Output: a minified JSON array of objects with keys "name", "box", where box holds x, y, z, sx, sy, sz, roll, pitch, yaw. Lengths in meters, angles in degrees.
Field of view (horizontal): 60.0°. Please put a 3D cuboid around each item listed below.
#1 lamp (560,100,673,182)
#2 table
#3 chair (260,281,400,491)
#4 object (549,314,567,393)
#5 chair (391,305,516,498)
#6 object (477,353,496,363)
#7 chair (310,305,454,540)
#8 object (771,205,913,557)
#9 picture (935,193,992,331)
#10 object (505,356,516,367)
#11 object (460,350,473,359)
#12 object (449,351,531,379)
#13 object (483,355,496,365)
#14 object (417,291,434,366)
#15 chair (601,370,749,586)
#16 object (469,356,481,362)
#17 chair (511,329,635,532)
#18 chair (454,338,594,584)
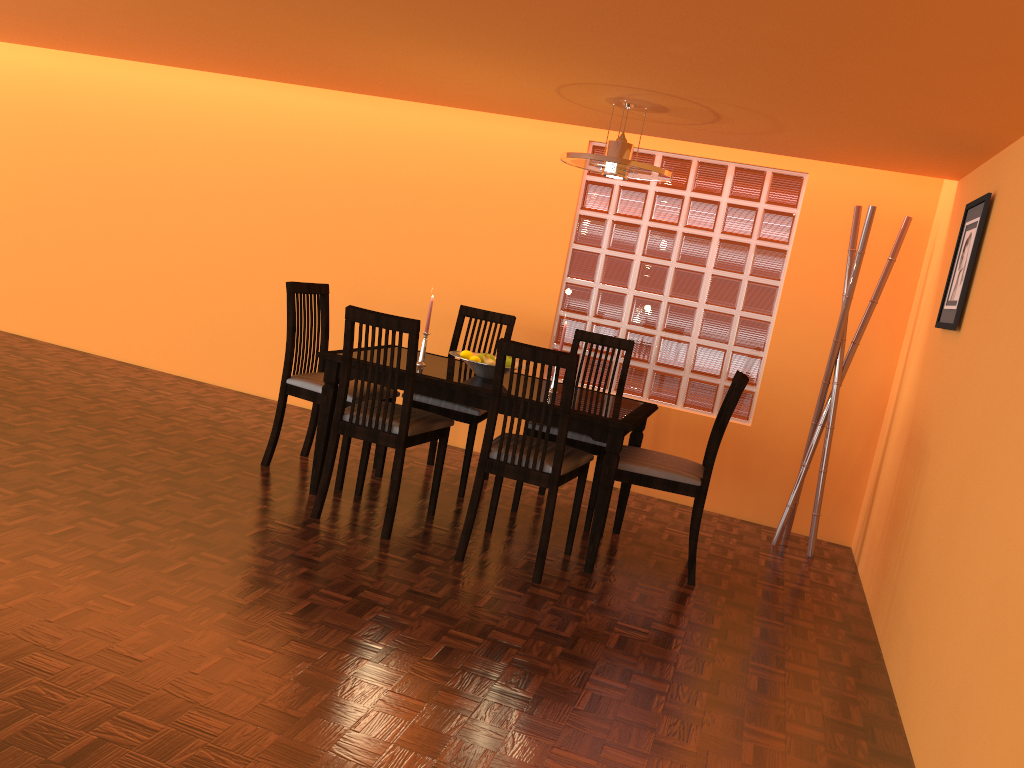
[{"name":"lamp","box":[0.417,-0.924,3.373,0.435,0.274,0.435,17,10,37]},{"name":"table","box":[-0.121,0.265,3.643,1.259,0.584,0.697,13,9,15]},{"name":"chair","box":[-0.772,-0.004,3.845,0.465,0.809,0.373,14,9,20]},{"name":"object","box":[0.192,-0.127,3.529,0.044,0.326,0.044,11,8,4]},{"name":"chair","box":[-0.246,0.059,4.095,0.373,0.809,0.465,13,9,15]},{"name":"object","box":[-0.110,-0.087,3.653,0.087,0.076,0.089,14,9,21]},{"name":"chair","box":[-0.468,0.124,3.365,0.373,0.809,0.465,13,9,15]},{"name":"object","box":[1.459,-0.002,3.997,0.226,1.589,0.308,17,10,37]},{"name":"picture","box":[1.561,-0.414,3.077,0.014,0.456,0.361,13,9,15]},{"name":"object","box":[-0.020,-0.083,3.597,0.069,0.066,0.069,15,9,25]},{"name":"object","box":[-0.183,-0.113,3.597,0.055,0.046,0.046,10,8,-2]},{"name":"object","box":[-0.096,-0.064,3.619,0.337,0.072,0.337,8,9,-18]},{"name":"object","box":[-0.089,-0.077,3.556,0.066,0.070,0.055,10,8,-3]},{"name":"object","box":[-0.342,-0.237,3.592,0.044,0.326,0.044,11,8,4]},{"name":"chair","box":[0.600,0.314,3.450,0.465,0.809,0.373,12,8,10]},{"name":"object","box":[-0.149,-0.090,3.565,0.046,0.046,0.055,7,9,-21]},{"name":"chair","box":[0.296,0.184,3.942,0.373,0.809,0.465,13,9,15]},{"name":"chair","box":[0.074,0.249,3.212,0.373,0.809,0.465,13,9,15]}]
